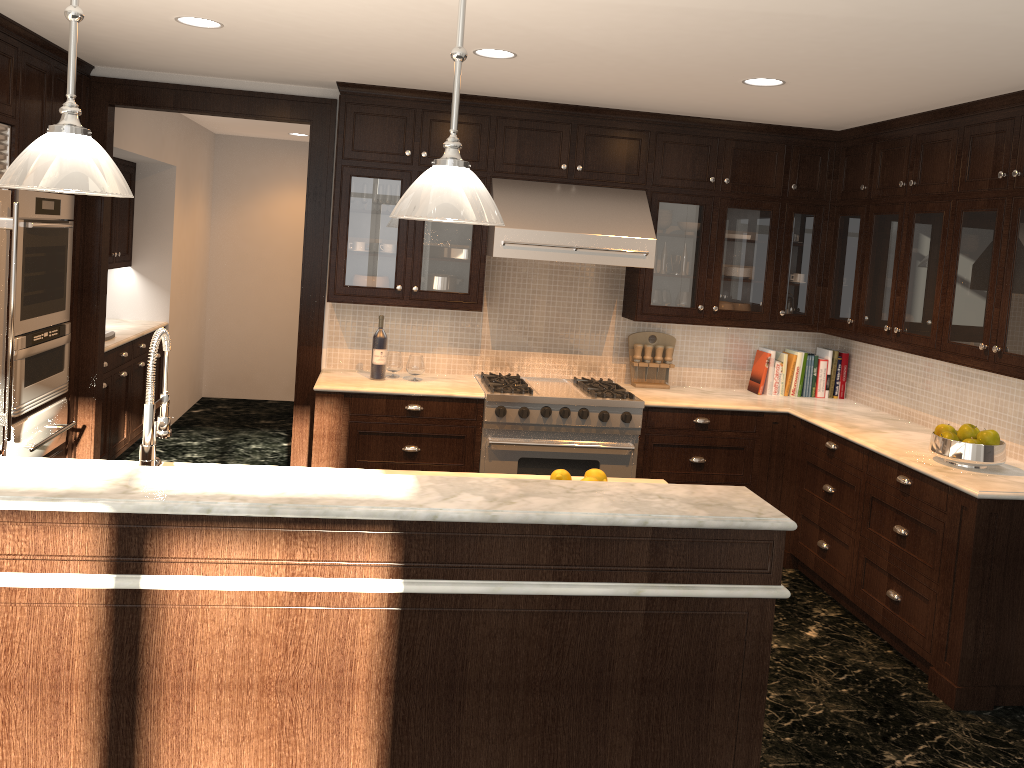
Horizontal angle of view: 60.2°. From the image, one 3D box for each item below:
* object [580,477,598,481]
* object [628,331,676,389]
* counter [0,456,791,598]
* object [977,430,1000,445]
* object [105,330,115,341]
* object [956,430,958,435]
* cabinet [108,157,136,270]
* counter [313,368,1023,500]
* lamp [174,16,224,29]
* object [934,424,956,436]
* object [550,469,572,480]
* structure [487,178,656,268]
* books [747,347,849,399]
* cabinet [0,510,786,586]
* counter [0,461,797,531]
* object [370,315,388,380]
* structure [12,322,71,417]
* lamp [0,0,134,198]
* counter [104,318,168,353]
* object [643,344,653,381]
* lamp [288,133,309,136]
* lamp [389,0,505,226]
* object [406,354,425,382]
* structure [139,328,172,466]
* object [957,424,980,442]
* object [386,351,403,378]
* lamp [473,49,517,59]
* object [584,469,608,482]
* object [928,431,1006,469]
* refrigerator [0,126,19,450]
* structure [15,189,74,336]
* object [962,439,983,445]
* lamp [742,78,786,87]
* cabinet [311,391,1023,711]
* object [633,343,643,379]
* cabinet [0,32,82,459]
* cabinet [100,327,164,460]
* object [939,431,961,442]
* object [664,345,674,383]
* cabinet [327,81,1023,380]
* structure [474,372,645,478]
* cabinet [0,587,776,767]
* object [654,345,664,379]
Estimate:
[{"bbox_3d":[0.258,0.347,2.952,0.081,0.071,0.083,5,7,2],"label":"object"},{"bbox_3d":[0.891,-0.154,5.603,0.316,0.347,0.111,3,4,-9],"label":"object"},{"bbox_3d":[-0.753,0.396,2.644,2.865,0.031,1.065,3,9,-9],"label":"counter"},{"bbox_3d":[2.120,0.250,3.930,0.091,0.097,0.094,-1,8,-38],"label":"object"},{"bbox_3d":[-2.903,-0.504,5.877,0.447,0.403,0.347,3,6,-9],"label":"object"},{"bbox_3d":[2.048,0.261,4.108,0.091,0.094,0.091,7,7,22],"label":"object"},{"bbox_3d":[-3.079,-1.204,6.120,0.432,0.820,1.876,3,8,-9],"label":"cabinet"},{"bbox_3d":[0.659,0.197,4.518,3.364,0.031,2.340,3,9,-9],"label":"counter"},{"bbox_3d":[-1.319,-1.594,3.733,0.197,0.136,0.200,4,8,-4],"label":"lamp"},{"bbox_3d":[2.006,0.234,4.090,0.093,0.098,0.091,-1,8,-41],"label":"object"},{"bbox_3d":[0.168,0.329,3.031,0.079,0.073,0.083,2,7,-21],"label":"object"},{"bbox_3d":[0.329,-0.967,5.233,0.930,0.474,0.646,3,7,-9],"label":"structure"},{"bbox_3d":[1.857,-0.084,5.744,0.602,0.309,0.196,3,6,-9],"label":"books"},{"bbox_3d":[-0.698,0.366,2.279,2.833,0.152,0.295,3,8,-8],"label":"cabinet"},{"bbox_3d":[-0.681,0.276,2.274,2.851,0.031,0.331,3,9,-8],"label":"counter"},{"bbox_3d":[-0.769,-0.214,5.125,0.094,0.375,0.095,5,4,6],"label":"object"},{"bbox_3d":[-2.754,-0.105,4.567,0.664,0.386,0.771,3,8,-9],"label":"structure"},{"bbox_3d":[-1.120,-0.882,2.255,0.317,0.778,0.319,5,5,5],"label":"lamp"},{"bbox_3d":[-3.006,-0.349,6.199,0.708,0.031,1.876,3,9,-9],"label":"counter"},{"bbox_3d":[0.856,-0.135,5.589,0.061,0.236,0.061,1,5,-39],"label":"object"},{"bbox_3d":[-1.945,-2.345,8.075,0.197,0.136,0.199,-1,9,-33],"label":"lamp"},{"bbox_3d":[-0.149,-0.833,2.400,0.317,0.778,0.319,5,5,5],"label":"lamp"},{"bbox_3d":[-0.566,-0.094,5.179,0.112,0.150,0.113,3,6,-16],"label":"object"},{"bbox_3d":[-1.051,0.096,2.615,0.051,0.527,0.245,4,5,-9],"label":"structure"},{"bbox_3d":[2.072,0.230,4.004,0.091,0.099,0.096,0,8,-32],"label":"object"},{"bbox_3d":[-0.703,-0.115,5.247,0.112,0.150,0.113,3,6,-16],"label":"object"},{"bbox_3d":[-0.071,-1.531,3.919,0.198,0.136,0.199,-3,10,-43],"label":"lamp"},{"bbox_3d":[0.291,0.331,3.066,0.083,0.071,0.082,5,7,6],"label":"object"},{"bbox_3d":[2.075,0.304,4.026,0.318,0.121,0.322,2,9,-15],"label":"object"},{"bbox_3d":[-2.615,-0.081,3.689,0.687,2.108,0.897,4,5,-9],"label":"refrigerator"},{"bbox_3d":[-2.668,-0.652,4.536,0.613,0.696,0.765,3,7,-9],"label":"structure"},{"bbox_3d":[2.051,0.290,3.937,0.091,0.097,0.092,7,7,21],"label":"object"},{"bbox_3d":[1.176,-1.469,4.106,0.198,0.136,0.198,8,8,26],"label":"lamp"},{"bbox_3d":[0.626,0.649,4.549,3.364,0.874,2.340,3,9,-9],"label":"cabinet"},{"bbox_3d":[0.791,-0.143,5.579,0.061,0.227,0.061,2,5,-27],"label":"object"},{"bbox_3d":[-2.651,-0.395,4.080,0.756,2.405,1.860,4,6,-9],"label":"cabinet"},{"bbox_3d":[-2.711,0.054,6.273,0.057,0.740,1.810,4,8,-9],"label":"cabinet"},{"bbox_3d":[1.991,0.263,4.018,0.100,0.096,0.092,5,7,9],"label":"object"},{"bbox_3d":[0.992,-0.128,5.610,0.061,0.236,0.062,0,6,-45],"label":"object"},{"bbox_3d":[0.741,-0.865,4.450,3.363,1.246,2.332,3,8,-9],"label":"cabinet"},{"bbox_3d":[0.230,0.410,5.300,0.905,0.832,0.726,3,6,-9],"label":"structure"},{"bbox_3d":[-0.783,0.832,2.678,2.844,0.907,1.036,3,7,-9],"label":"cabinet"},{"bbox_3d":[0.927,-0.137,5.600,0.061,0.224,0.061,1,5,-39],"label":"object"}]
